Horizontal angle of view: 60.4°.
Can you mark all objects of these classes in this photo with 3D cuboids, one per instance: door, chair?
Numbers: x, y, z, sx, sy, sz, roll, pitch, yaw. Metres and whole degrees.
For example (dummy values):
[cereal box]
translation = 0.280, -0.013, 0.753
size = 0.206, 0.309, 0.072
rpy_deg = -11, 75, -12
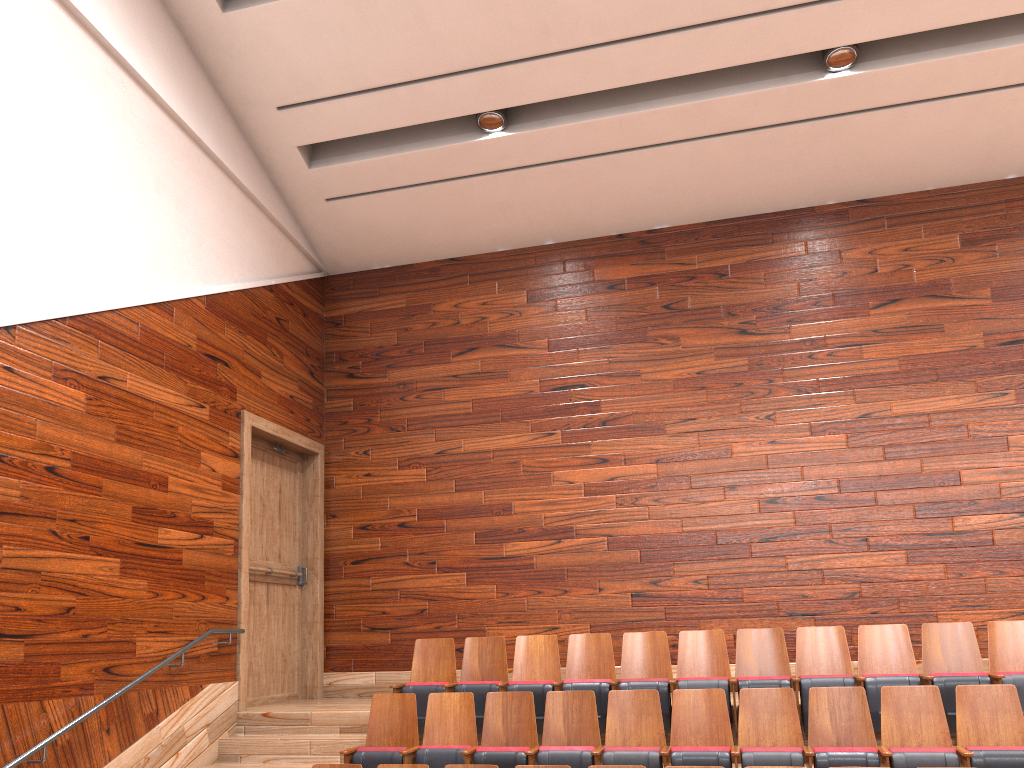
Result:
[door]
translation = -0.205, 0.156, 0.757
size = 0.024, 0.234, 0.143
rpy_deg = -4, -11, 14
[chair]
translation = 0.404, 0.206, 0.106
size = 1.186, 0.364, 0.790
rpy_deg = -6, -15, 14
